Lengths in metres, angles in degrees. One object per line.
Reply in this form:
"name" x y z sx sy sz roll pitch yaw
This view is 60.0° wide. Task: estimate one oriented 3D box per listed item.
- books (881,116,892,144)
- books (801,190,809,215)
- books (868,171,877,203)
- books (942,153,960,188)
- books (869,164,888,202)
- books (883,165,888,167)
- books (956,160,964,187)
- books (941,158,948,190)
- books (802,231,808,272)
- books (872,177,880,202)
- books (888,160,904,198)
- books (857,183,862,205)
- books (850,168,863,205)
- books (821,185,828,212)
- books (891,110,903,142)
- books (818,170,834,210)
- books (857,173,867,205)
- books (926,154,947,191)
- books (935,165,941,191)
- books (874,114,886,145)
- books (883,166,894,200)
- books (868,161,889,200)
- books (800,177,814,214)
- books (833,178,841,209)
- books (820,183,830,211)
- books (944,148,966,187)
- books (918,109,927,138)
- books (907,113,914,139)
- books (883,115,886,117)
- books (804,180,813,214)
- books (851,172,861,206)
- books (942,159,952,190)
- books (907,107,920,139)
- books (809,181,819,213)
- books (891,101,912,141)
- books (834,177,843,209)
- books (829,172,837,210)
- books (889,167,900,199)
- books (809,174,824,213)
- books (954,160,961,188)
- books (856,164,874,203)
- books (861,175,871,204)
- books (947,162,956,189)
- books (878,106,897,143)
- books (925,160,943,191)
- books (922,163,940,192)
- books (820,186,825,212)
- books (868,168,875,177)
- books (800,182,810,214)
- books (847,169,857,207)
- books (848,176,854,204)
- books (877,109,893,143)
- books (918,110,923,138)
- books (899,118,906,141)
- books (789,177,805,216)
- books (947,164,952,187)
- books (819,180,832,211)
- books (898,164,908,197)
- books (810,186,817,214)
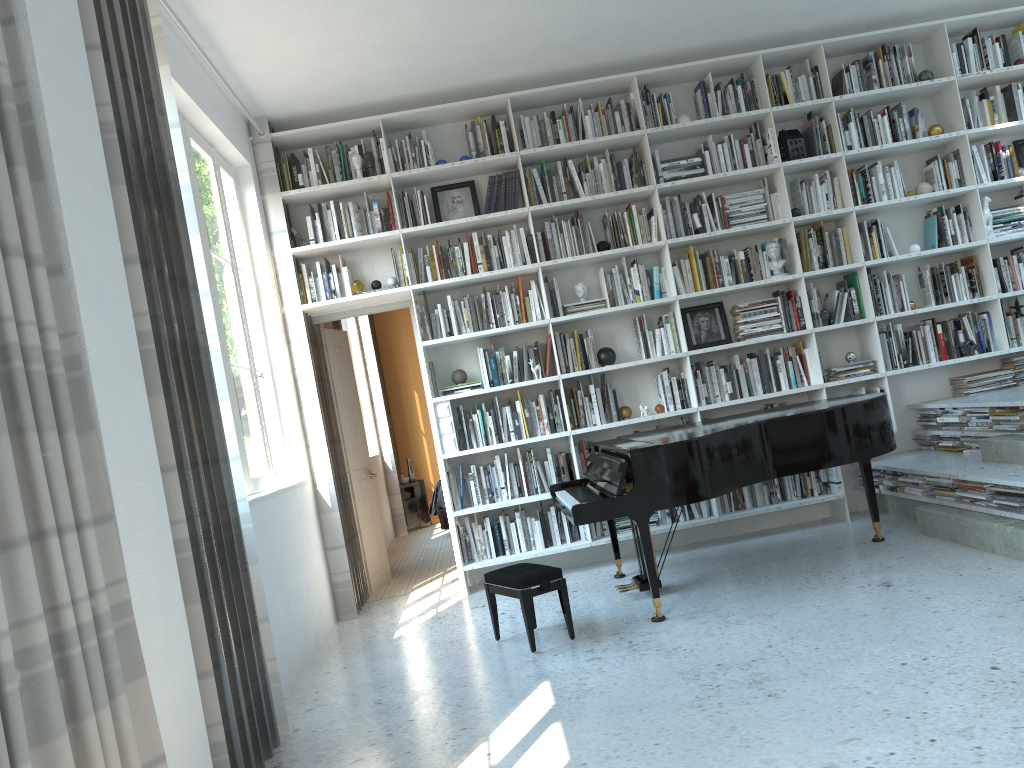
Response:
"books" 2.509 -1.683 6.012 0.021 0.209 0.181 -10 -1 -3
"books" 1.954 -1.196 5.985 0.028 0.185 0.181 -10 -1 -3
"books" 2.406 -1.306 6.008 0.022 0.237 0.164 -10 -1 -3
"books" 2.970 -1.420 6.032 0.016 0.257 0.176 -10 -1 -3
"books" 2.465 -1.330 6.001 0.030 0.263 0.182 -10 -1 -3
"books" 2.541 -1.343 6.035 0.024 0.262 0.133 -10 -1 -3
"books" 3.013 -1.401 6.036 0.012 0.206 0.169 -10 -1 -3
"books" 2.903 -1.400 6.044 0.016 0.243 0.151 -10 -1 -3
"books" 1.955 -0.876 5.994 0.035 0.293 0.145 -10 -1 -3
"books" 2.432 -1.288 6.017 0.025 0.194 0.171 -10 -1 -3
"books" 2.586 -1.357 6.012 0.024 0.272 0.169 -10 -1 -3
"books" 2.324 -1.260 6.018 0.021 0.179 0.136 -10 -1 -3
"books" 2.331 -1.315 6.036 0.014 0.284 0.135 -10 -1 -3
"books" 2.080 -1.224 5.993 0.027 0.196 0.185 -10 -1 -3
"books" 2.584 -1.711 6.026 0.030 0.238 0.186 -10 -1 -3
"books" 2.127 -1.282 6.006 0.028 0.293 0.154 -10 -1 -3
"books" 2.349 -1.294 6.016 0.013 0.236 0.157 -10 -1 -3
"books" 2.886 -1.409 6.032 0.015 0.267 0.164 -10 -1 -3
"books" 2.870 -1.374 6.044 0.005 0.205 0.154 -10 -1 -3
"books" 2.484 -1.692 6.027 0.023 0.237 0.149 -10 -1 -3
"books" 2.520 -1.330 6.014 0.025 0.244 0.183 -10 -1 -3
"books" 2.489 -1.350 6.028 0.027 0.295 0.159 -10 -1 -3
"books" 1.995 -1.249 6.005 0.019 0.275 0.146 -10 -1 -3
"books" 2.165 -1.257 5.989 0.028 0.229 0.176 -10 -1 -3
"books" 2.099 -1.235 5.995 0.029 0.211 0.158 -10 -1 -3
"books" 3.015 -1.439 6.030 0.005 0.278 0.182 -10 -1 -3
"books" 2.769 -1.740 6.055 0.026 0.229 0.140 -10 -1 -3
"books" 2.671 -1.715 6.036 0.030 0.213 0.157 -10 -1 -3
"books" 2.522 -1.692 6.027 0.011 0.222 0.159 -10 -1 -3
"books" 1.983 -1.233 6.003 0.028 0.250 0.164 -10 -1 -3
"books" 2.301 -1.292 6.006 0.014 0.247 0.176 -10 -1 -3
"books" 2.932 -1.397 6.046 0.016 0.228 0.160 -10 -1 -3
"books" 2.711 -1.734 6.026 0.054 0.235 0.171 -10 -1 -3
"books" 2.025 -1.234 5.999 0.023 0.236 0.178 -10 -1 -3
"books" 2.636 -1.745 6.020 0.029 0.285 0.183 -10 -1 -3
"books" 2.182 -1.264 6.005 0.026 0.238 0.173 -10 -1 -3
"books" 2.144 -1.277 6.005 0.025 0.277 0.173 -10 -1 -3
"books" 2.567 -1.333 6.022 0.021 0.232 0.183 -10 -1 -3
"books" 2.039 -1.257 5.979 0.028 0.275 0.187 -10 -1 -3
"books" 2.989 -1.396 6.031 0.013 0.204 0.174 -10 -1 -3
"books" 2.384 -1.324 6.001 0.014 0.280 0.177 -10 -1 -3
"books" 2.370 -1.288 6.019 0.026 0.216 0.161 -10 -1 -3
"books" 2.961 -1.390 6.041 0.013 0.202 0.173 -10 -1 -3
"books" 2.558 -1.730 6.044 0.012 0.285 0.159 -10 -1 -3
"books" 2.876 -1.389 6.043 0.012 0.232 0.154 -10 -1 -3
"books" 2.858 -1.380 6.048 0.015 0.220 0.140 -10 -1 -3
"books" 2.062 -1.220 5.990 0.024 0.195 0.173 -10 -1 -3
"books" 2.444 -1.322 6.024 0.011 0.257 0.131 -10 -1 -3
"books" 1.967 -1.226 6.007 0.024 0.242 0.159 -10 -1 -3
"books" 2.283 -1.304 6.022 0.014 0.278 0.154 -10 -1 -3
"books" 2.265 -1.282 6.025 0.030 0.242 0.138 -10 -1 -3
"books" 2.530 -1.715 6.030 0.012 0.264 0.156 -10 -1 -3
"books" 2.734 -1.728 6.036 0.048 0.216 0.182 -10 -1 -3
"books" 2.617 -1.689 6.031 0.027 0.181 0.176 -10 -1 -3
"books" 1.931 -1.242 6.007 0.018 0.285 0.159 -10 -1 -3
"books" 2.948 -1.389 6.052 0.012 0.206 0.137 -10 -1 -3
"books" 2.115 -1.250 6.003 0.024 0.234 0.149 -10 -1 -3
"books" 2.625 -1.353 6.036 0.034 0.254 0.161 -10 -1 -3
"books" 2.012 -1.217 6.004 0.023 0.207 0.171 -10 -1 -3
